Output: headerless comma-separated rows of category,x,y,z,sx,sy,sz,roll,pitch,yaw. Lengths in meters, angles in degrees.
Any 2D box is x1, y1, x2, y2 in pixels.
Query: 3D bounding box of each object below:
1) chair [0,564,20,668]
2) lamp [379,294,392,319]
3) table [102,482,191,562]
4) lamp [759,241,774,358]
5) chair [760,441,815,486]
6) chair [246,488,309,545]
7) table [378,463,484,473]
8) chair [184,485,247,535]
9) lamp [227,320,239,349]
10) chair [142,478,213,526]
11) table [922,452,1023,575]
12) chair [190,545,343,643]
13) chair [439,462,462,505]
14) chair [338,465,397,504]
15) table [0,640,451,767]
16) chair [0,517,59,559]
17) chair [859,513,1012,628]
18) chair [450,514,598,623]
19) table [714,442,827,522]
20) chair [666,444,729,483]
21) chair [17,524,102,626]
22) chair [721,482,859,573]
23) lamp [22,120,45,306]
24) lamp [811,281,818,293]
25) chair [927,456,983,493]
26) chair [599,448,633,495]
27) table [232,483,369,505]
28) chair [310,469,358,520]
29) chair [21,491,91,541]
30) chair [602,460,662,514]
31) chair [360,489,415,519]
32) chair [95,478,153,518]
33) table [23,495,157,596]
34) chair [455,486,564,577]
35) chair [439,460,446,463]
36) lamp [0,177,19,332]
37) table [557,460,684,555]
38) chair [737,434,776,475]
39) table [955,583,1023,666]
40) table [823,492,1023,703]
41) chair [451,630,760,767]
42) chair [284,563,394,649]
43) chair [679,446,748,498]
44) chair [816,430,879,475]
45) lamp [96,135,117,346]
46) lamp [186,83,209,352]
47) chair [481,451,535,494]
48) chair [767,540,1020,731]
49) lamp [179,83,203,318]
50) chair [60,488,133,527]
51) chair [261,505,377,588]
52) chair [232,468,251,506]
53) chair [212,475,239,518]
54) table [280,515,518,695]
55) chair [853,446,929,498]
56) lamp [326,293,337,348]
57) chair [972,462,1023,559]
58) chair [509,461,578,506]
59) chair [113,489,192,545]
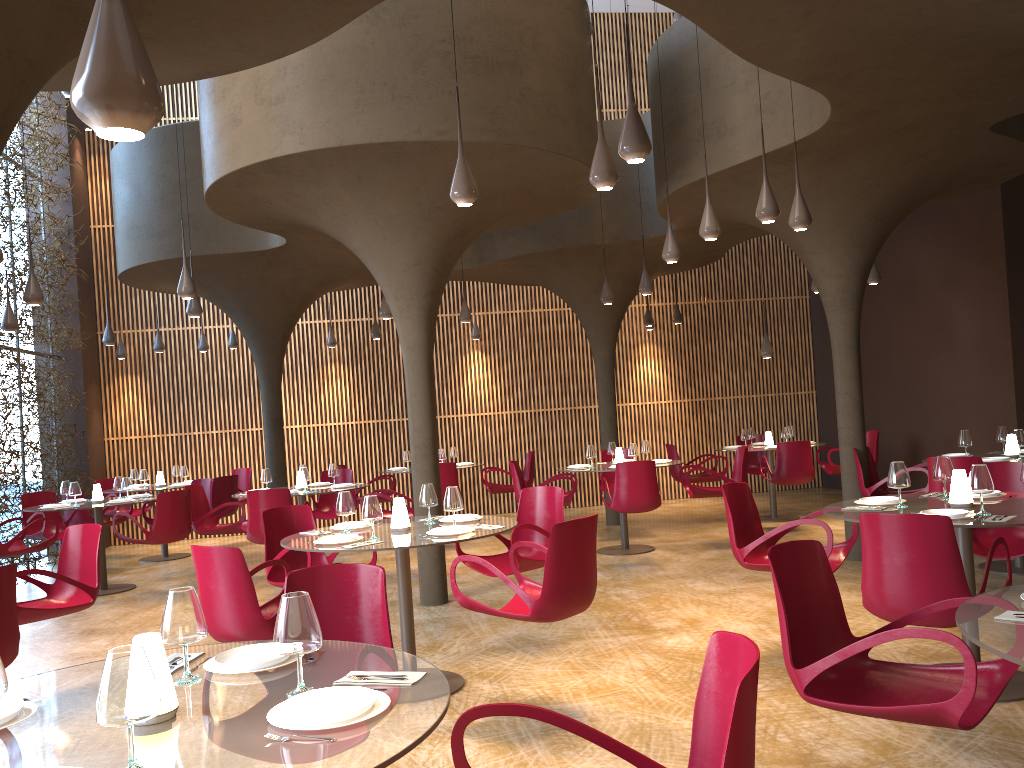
chair,-3.160,1.335,4.907,0.873,0.636,0.625,-4,-1,27
lamp,-1.943,-4.032,12.271,0.196,6.275,0.196,-4,0,27
table,-5.472,2.168,13.901,1.674,1.130,1.671,-5,-2,34
lamp,3.459,-3.504,12.754,0.196,6.275,0.196,-4,0,37
chair,3.895,1.106,12.494,0.625,0.636,0.873,-4,-1,2
chair,-2.635,1.461,9.933,0.625,0.636,0.873,-4,-1,-3
table,-1.243,1.892,14.106,1.672,1.130,1.673,-4,-1,1
chair,-3.641,1.566,11.119,0.873,0.636,0.625,-4,-1,7
lamp,-4.981,-3.735,15.213,0.196,6.275,0.196,-4,0,7
chair,-4.538,1.661,12.223,0.625,0.636,0.872,-4,-1,32
table,5.107,1.303,8.971,1.671,1.130,1.674,-3,-2,-40
chair,-1.503,1.241,5.433,0.625,0.636,0.872,-5,-1,35
chair,-1.081,1.454,12.963,0.625,0.636,0.873,-4,-1,-13
chair,-2.278,1.566,13.955,0.872,0.636,0.625,-4,-1,-3
table,-0.972,1.501,2.485,1.673,1.130,1.672,-4,-1,14
chair,-5.836,1.685,10.260,0.625,0.636,0.872,-4,-1,27
chair,2.273,0.969,4.834,0.625,0.636,0.872,-5,-2,42
chair,0.132,1.134,5.515,0.873,0.636,0.624,-5,-2,40
table,4.023,1.527,13.724,1.673,1.130,1.672,-4,-1,12
chair,2.840,1.217,13.748,0.872,0.636,0.625,-4,-1,-2
chair,-3.463,1.406,6.519,0.625,0.636,0.872,-4,-1,32
chair,1.982,1.040,6.448,0.873,0.636,0.624,-5,-1,37
lamp,-5.058,-3.929,9.011,0.196,6.275,0.196,-4,0,-33
lamp,4.143,-4.429,12.602,0.196,6.275,0.196,-4,0,37
chair,4.187,0.946,8.122,0.625,0.636,0.872,-5,-2,44
chair,1.568,1.274,12.884,0.625,0.636,0.873,-4,-1,2
table,-2.596,1.886,11.091,1.673,1.130,1.672,-4,-1,11
chair,-2.489,1.526,12.284,0.625,0.636,0.873,-4,-1,2
chair,-6.117,1.753,11.791,0.873,0.636,0.624,-5,-1,37
chair,1.422,1.209,10.533,0.625,0.636,0.873,-4,-1,-3
chair,-1.393,1.412,11.002,0.872,0.636,0.625,-4,-1,2
chair,-6.368,1.855,14.436,0.873,0.636,0.624,-5,-1,37
table,-5.221,2.066,11.257,1.674,1.130,1.671,-5,-2,34
chair,0.051,1.193,7.201,0.625,0.636,0.872,-5,-2,40
chair,-1.345,1.547,15.303,0.625,0.636,0.873,-4,-1,-8
lamp,-6.418,-3.774,10.984,0.196,6.275,0.196,-4,0,17
table,1.461,1.634,11.691,1.673,1.130,1.672,-4,-1,11
chair,4.032,1.169,14.747,0.625,0.636,0.873,-4,-1,7
table,2.286,1.288,2.626,1.671,1.130,1.674,-3,-2,-39
table,2.905,1.343,5.654,1.674,1.130,1.671,-5,-2,43
chair,0.226,1.026,2.339,0.873,0.636,0.625,-4,-1,5
chair,-0.810,1.138,3.670,0.625,0.636,0.873,-4,-1,5
chair,2.664,1.160,11.602,0.872,0.636,0.625,-4,-1,2
chair,5.184,1.055,13.582,0.872,0.636,0.625,-4,-1,3
lamp,-6.256,-3.710,13.346,0.196,6.275,0.196,-4,0,17
lamp,-5.563,-3.690,15.416,0.196,6.275,0.196,-4,0,-23
chair,-0.043,1.425,14.232,0.872,0.636,0.625,-4,-1,-8
chair,1.482,0.980,3.538,0.624,0.636,0.873,-3,-2,-45
lamp,-4.051,-3.940,10.756,0.196,6.275,0.196,-4,0,37
chair,-6.088,1.787,12.905,0.625,0.636,0.872,-4,-1,27
chair,-1.572,1.295,6.989,0.873,0.636,0.624,-5,-2,45
chair,-4.789,1.763,14.868,0.625,0.636,0.872,-4,-1,32
chair,-4.479,1.689,13.209,0.873,0.636,0.624,-5,-1,32
table,-0.757,1.610,6.340,1.671,1.130,1.674,-2,-2,-45
chair,4.233,0.996,9.761,0.873,0.636,0.624,-5,-1,39
lamp,-3.501,-3.802,16.219,0.196,6.275,0.196,-4,0,17
chair,3.659,0.933,6.613,0.625,0.636,0.872,-5,-2,37
chair,0.416,1.314,11.719,0.873,0.636,0.625,-4,-1,7
chair,-4.228,1.587,10.564,0.873,0.636,0.624,-5,-1,32
